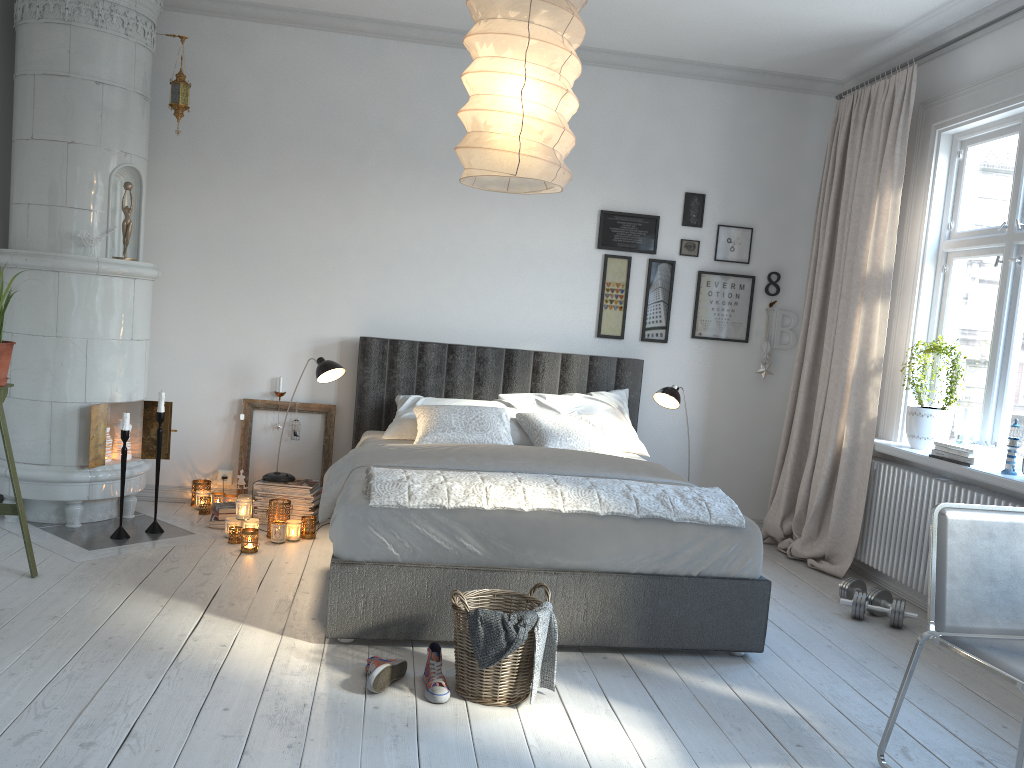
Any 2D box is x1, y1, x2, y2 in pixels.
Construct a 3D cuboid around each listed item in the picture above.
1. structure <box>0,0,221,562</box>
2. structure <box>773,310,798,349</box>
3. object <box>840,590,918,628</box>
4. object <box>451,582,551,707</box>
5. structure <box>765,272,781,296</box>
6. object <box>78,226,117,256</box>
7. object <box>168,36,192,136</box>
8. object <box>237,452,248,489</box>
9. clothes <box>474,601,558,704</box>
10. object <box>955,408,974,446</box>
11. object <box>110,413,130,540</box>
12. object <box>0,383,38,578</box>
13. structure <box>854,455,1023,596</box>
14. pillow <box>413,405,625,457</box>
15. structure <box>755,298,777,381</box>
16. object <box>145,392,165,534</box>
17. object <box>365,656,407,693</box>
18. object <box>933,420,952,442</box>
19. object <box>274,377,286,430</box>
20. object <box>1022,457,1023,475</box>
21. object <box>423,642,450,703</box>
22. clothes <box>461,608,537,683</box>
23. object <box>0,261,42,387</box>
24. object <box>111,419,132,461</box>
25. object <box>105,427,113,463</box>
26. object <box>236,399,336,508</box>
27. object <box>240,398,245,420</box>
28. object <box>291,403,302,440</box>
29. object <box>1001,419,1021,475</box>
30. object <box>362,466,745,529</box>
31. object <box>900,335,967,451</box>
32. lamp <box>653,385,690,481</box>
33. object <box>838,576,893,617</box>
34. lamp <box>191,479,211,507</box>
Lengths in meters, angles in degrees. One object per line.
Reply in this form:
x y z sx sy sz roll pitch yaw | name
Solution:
-2.044 -0.620 4.445 1.246 2.840 0.800 9 6 37 | structure
1.719 -0.338 5.557 0.146 0.239 0.024 4 5 -8 | structure
1.656 1.015 4.007 0.328 0.129 0.129 7 5 27 | object
-0.048 0.834 2.897 0.319 0.351 0.319 7 5 24 | object
1.623 -0.622 5.512 0.096 0.151 0.014 4 5 -8 | structure
-2.017 -0.699 4.312 0.059 0.165 0.196 9 6 37 | object
-1.745 -1.563 4.664 0.117 0.506 0.105 1 6 -35 | object
-1.557 0.499 5.138 0.062 0.221 0.028 4 5 -13 | object
-0.017 0.848 2.881 0.283 0.289 0.235 8 5 31 | clothes
2.079 0.192 4.057 0.074 0.173 0.074 9 6 37 | object
-1.878 0.438 4.283 0.091 0.623 0.091 2 6 -30 | object
-2.108 0.406 3.372 0.431 0.776 0.670 4 5 -8 | object
2.030 0.717 4.161 0.195 0.548 1.503 4 4 -8 | structure
0.039 0.250 4.673 1.147 0.226 0.415 4 4 -15 | pillow
1.587 -0.278 5.519 0.134 0.515 0.078 3 5 -20 | structure
-1.769 0.388 4.434 0.091 0.719 0.091 5 5 1 | object
-0.445 0.934 2.894 0.120 0.084 0.222 7 4 21 | object
2.055 0.256 4.236 0.059 0.165 0.196 9 6 42 | object
-1.356 0.112 5.173 0.067 0.321 0.067 9 7 40 | object
2.137 0.285 3.505 0.079 0.228 0.235 3 5 -22 | object
-0.240 0.936 2.875 0.083 0.122 0.222 4 4 -8 | object
-0.041 0.835 2.839 0.246 0.270 0.297 4 5 -7 | clothes
-2.051 -0.242 3.530 0.334 0.500 0.299 3 5 -25 | object
-2.038 0.292 4.636 0.098 0.210 0.098 4 5 -10 | object
-2.096 0.309 4.538 0.093 0.180 0.092 5 5 -4 | object
-1.320 0.418 5.184 0.528 0.631 0.082 4 5 -8 | object
-1.560 0.144 5.133 0.024 0.127 0.023 3 6 -24 | object
-1.257 0.214 5.181 0.062 0.228 0.063 6 5 16 | object
2.094 0.262 3.708 0.060 0.235 0.059 8 6 34 | object
0.163 0.423 3.419 1.460 0.104 0.404 4 4 -8 | object
2.086 0.041 4.400 0.217 0.575 0.384 2 5 -27 | object
1.062 0.472 5.192 0.801 0.938 0.449 3 5 -26 | lamp
1.672 1.004 4.194 0.129 0.129 0.328 3 5 -23 | object
-1.793 0.630 5.116 0.108 0.141 0.107 2 6 -36 | lamp
